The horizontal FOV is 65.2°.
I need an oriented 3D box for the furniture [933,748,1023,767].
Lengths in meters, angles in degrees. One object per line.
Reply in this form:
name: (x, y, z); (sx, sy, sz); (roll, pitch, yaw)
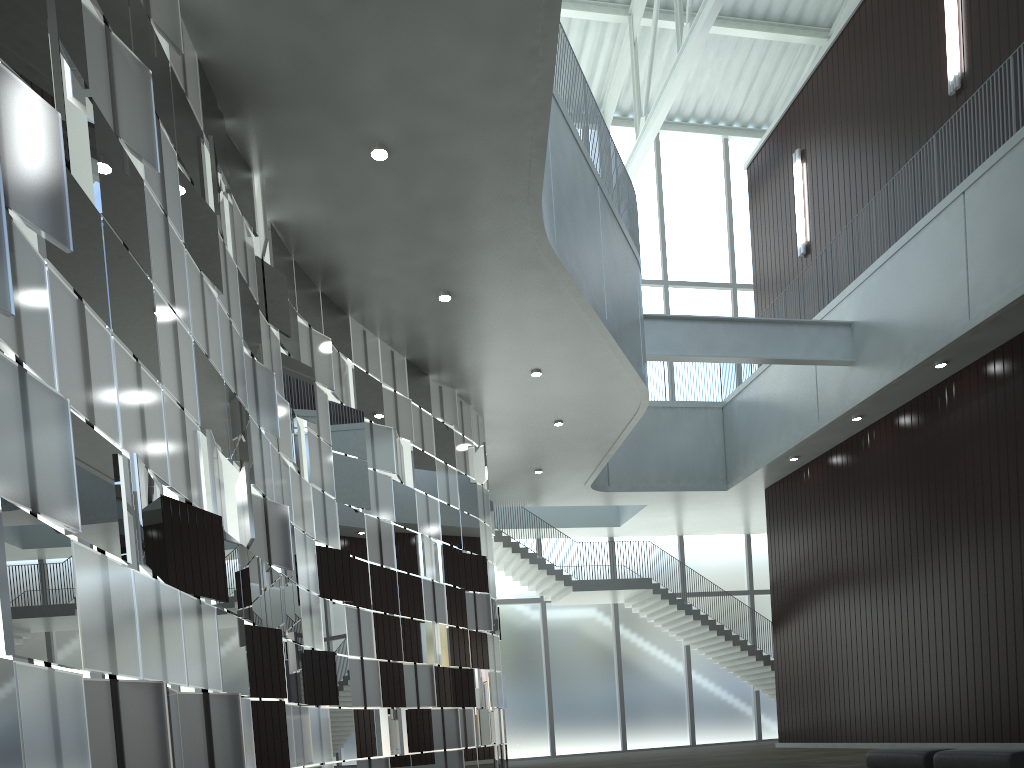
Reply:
furniture: (19.348, 15.307, 32.394); (2.117, 1.014, 4.365); (0, -22, -12)

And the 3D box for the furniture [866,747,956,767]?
furniture: (18.441, 17.294, 36.828); (2.117, 1.014, 4.365); (0, -22, -12)
